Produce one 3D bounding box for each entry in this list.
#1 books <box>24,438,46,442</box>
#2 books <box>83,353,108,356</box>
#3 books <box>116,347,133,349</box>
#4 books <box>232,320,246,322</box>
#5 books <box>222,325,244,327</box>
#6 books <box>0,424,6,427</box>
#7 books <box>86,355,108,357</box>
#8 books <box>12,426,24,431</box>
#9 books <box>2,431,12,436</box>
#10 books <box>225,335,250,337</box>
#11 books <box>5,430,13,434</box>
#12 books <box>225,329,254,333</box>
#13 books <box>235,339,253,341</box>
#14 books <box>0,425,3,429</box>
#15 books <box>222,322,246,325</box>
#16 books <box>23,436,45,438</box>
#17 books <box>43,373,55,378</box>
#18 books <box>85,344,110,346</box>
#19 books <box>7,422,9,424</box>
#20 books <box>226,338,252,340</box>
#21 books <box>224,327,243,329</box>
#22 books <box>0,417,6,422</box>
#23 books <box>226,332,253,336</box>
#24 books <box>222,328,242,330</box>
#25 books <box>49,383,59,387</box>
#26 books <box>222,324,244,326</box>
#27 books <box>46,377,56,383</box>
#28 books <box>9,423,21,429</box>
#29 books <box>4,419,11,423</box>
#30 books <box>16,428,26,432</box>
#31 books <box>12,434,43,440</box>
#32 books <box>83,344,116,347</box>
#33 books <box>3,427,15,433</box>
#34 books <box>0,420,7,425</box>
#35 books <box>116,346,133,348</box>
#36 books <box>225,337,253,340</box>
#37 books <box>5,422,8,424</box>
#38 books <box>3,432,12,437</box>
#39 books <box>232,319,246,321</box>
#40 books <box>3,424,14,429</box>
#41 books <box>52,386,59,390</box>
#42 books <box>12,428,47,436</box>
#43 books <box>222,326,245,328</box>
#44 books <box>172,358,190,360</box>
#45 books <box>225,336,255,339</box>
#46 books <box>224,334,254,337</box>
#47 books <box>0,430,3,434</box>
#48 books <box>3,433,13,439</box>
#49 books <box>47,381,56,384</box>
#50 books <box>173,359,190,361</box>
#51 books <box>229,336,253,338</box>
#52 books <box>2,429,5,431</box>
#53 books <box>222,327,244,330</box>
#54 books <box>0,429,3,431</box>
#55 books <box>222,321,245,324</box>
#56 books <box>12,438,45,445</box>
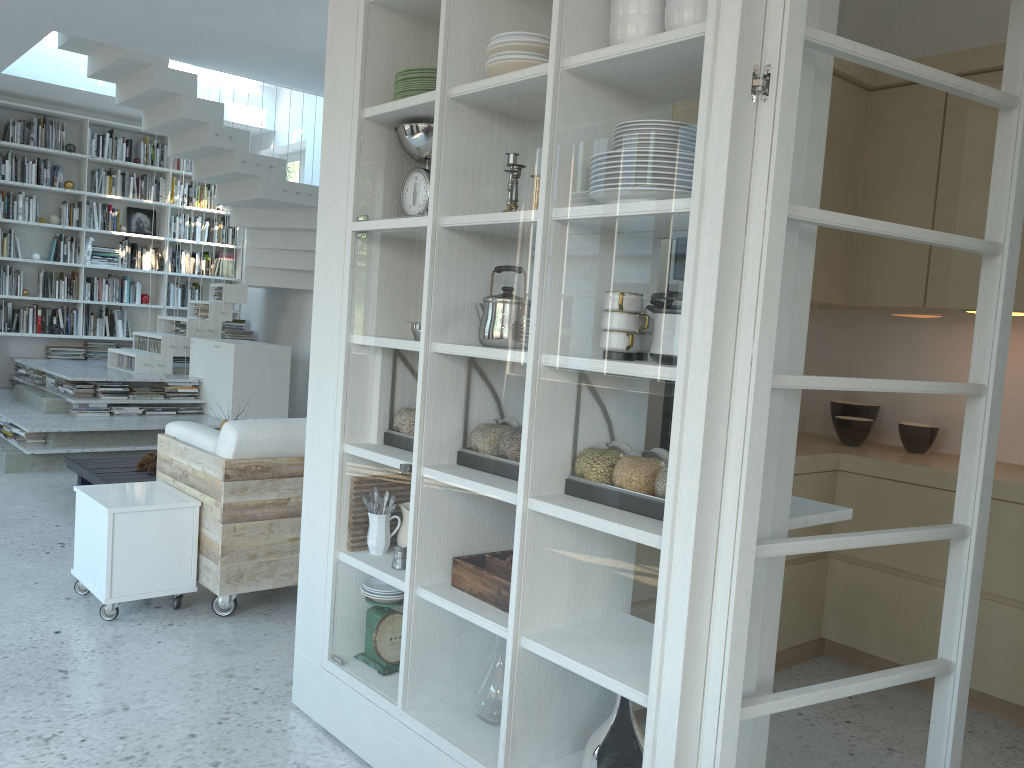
[{"bbox_3d":[-3.680,0.423,6.812,0.132,0.014,0.205,1,5,-41],"label":"books"},{"bbox_3d":[-4.410,-0.314,9.476,0.285,0.007,0.159,1,5,-39],"label":"books"},{"bbox_3d":[-4.117,-0.392,9.702,0.205,0.007,0.367,8,5,44],"label":"books"},{"bbox_3d":[-3.123,-0.715,9.933,0.228,0.011,0.159,1,5,-42],"label":"books"},{"bbox_3d":[-3.135,-0.653,9.946,0.121,0.011,0.215,8,5,44],"label":"books"},{"bbox_3d":[-4.088,0.327,7.249,0.171,0.007,0.260,1,5,-38],"label":"books"},{"bbox_3d":[-4.406,-0.299,9.471,0.285,0.007,0.159,1,5,-36],"label":"books"},{"bbox_3d":[-3.697,0.332,6.784,0.176,0.010,0.266,0,5,-45],"label":"books"},{"bbox_3d":[-3.902,0.390,7.019,0.191,0.006,0.274,1,5,-39],"label":"books"},{"bbox_3d":[-3.004,-0.529,9.786,0.295,0.006,0.146,1,5,-43],"label":"books"},{"bbox_3d":[-3.890,0.384,7.028,0.170,0.006,0.268,1,5,-41],"label":"books"},{"bbox_3d":[-3.009,-0.583,9.792,0.267,0.026,0.161,1,5,-36],"label":"books"},{"bbox_3d":[-3.005,-0.487,9.787,0.247,0.010,0.145,1,5,-42],"label":"books"},{"bbox_3d":[-4.094,0.347,7.247,0.189,0.013,0.215,1,5,-43],"label":"books"},{"bbox_3d":[-3.127,-0.678,9.937,0.235,0.014,0.155,1,5,-40],"label":"books"},{"bbox_3d":[-3.681,0.389,6.806,0.137,0.019,0.224,1,5,-40],"label":"books"},{"bbox_3d":[-4.071,-0.076,7.974,0.192,0.014,0.256,0,5,-45],"label":"books"},{"bbox_3d":[-4.399,-0.416,9.462,0.160,0.006,0.254,8,5,44],"label":"books"},{"bbox_3d":[-3.894,0.301,7.014,0.178,0.010,0.195,1,5,-36],"label":"books"},{"bbox_3d":[-3.017,-0.498,9.801,0.251,0.008,0.184,1,5,-40],"label":"books"},{"bbox_3d":[-3.137,-0.633,9.949,0.182,0.011,0.130,1,5,-43],"label":"books"},{"bbox_3d":[-4.077,0.293,7.254,0.222,0.028,0.141,8,5,44],"label":"books"},{"bbox_3d":[-3.008,-0.557,9.790,0.234,0.025,0.157,0,5,-45],"label":"books"},{"bbox_3d":[-3.132,-0.616,9.943,0.137,0.006,0.232,8,5,44],"label":"books"},{"bbox_3d":[-4.062,0.004,7.992,0.167,0.024,0.192,1,5,-40],"label":"books"},{"bbox_3d":[-3.131,-0.664,9.942,0.206,0.014,0.150,1,5,-41],"label":"books"},{"bbox_3d":[-4.064,-0.037,7.985,0.174,0.029,0.250,1,5,-43],"label":"books"},{"bbox_3d":[-3.702,0.320,6.778,0.192,0.014,0.256,0,5,-45],"label":"books"},{"bbox_3d":[-3.893,0.288,7.013,0.182,0.016,0.256,1,5,-38],"label":"books"},{"bbox_3d":[-3.693,0.345,6.789,0.165,0.015,0.242,1,5,-37],"label":"books"},{"bbox_3d":[-3.706,0.407,6.787,0.187,0.017,0.205,1,5,-36],"label":"books"},{"bbox_3d":[-4.402,-0.411,9.466,0.285,0.005,0.159,0,5,-44],"label":"books"},{"bbox_3d":[-3.898,0.360,7.018,0.191,0.015,0.246,1,5,-40],"label":"books"},{"bbox_3d":[-4.089,0.315,7.247,0.180,0.017,0.182,0,5,-44],"label":"books"},{"bbox_3d":[-4.123,-0.400,9.709,0.368,0.007,0.205,1,5,-39],"label":"books"},{"bbox_3d":[-3.016,-0.505,9.800,0.249,0.006,0.189,1,5,-41],"label":"books"},{"bbox_3d":[-3.888,0.317,7.021,0.175,0.006,0.251,1,5,-41],"label":"books"},{"bbox_3d":[-3.898,0.397,7.024,0.178,0.009,0.276,1,5,-43],"label":"books"},{"bbox_3d":[-3.119,-0.723,9.929,0.231,0.006,0.151,1,5,-36],"label":"books"},{"bbox_3d":[-3.895,0.335,7.018,0.281,0.013,0.168,8,5,44],"label":"books"},{"bbox_3d":[-4.058,0.037,8.000,0.132,0.016,0.262,1,5,-36],"label":"books"},{"bbox_3d":[-3.694,0.366,6.791,0.287,0.027,0.156,8,5,44],"label":"books"},{"bbox_3d":[-3.134,-0.643,9.945,0.227,0.009,0.144,1,5,-41],"label":"books"},{"bbox_3d":[-3.832,-0.289,9.969,0.359,0.009,0.201,1,5,-38],"label":"books"},{"bbox_3d":[-2.999,-0.512,9.781,0.296,0.013,0.128,1,5,-43],"label":"books"},{"bbox_3d":[-3.016,-0.540,9.800,0.278,0.012,0.177,1,5,-37],"label":"books"},{"bbox_3d":[-4.101,0.385,7.246,0.193,0.005,0.224,0,5,-45],"label":"books"},{"bbox_3d":[-3.907,0.409,7.018,0.191,0.016,0.208,1,5,-36],"label":"books"},{"bbox_3d":[-4.069,-0.015,7.983,0.178,0.015,0.187,1,5,-36],"label":"books"},{"bbox_3d":[-3.836,-0.281,9.974,0.359,0.009,0.201,1,5,-40],"label":"books"},{"bbox_3d":[-3.002,-0.522,9.783,0.250,0.007,0.131,1,5,-37],"label":"books"},{"bbox_3d":[-4.091,0.357,7.251,0.180,0.008,0.267,1,5,-42],"label":"books"},{"bbox_3d":[-3.130,-0.623,9.941,0.192,0.008,0.160,1,5,-41],"label":"books"},{"bbox_3d":[-4.088,0.373,7.255,0.171,0.005,0.297,1,5,-42],"label":"books"},{"bbox_3d":[-3.133,-0.698,9.944,0.232,0.025,0.123,0,5,-44],"label":"books"},{"bbox_3d":[-3.704,0.438,6.793,0.184,0.017,0.230,1,5,-39],"label":"books"}]
